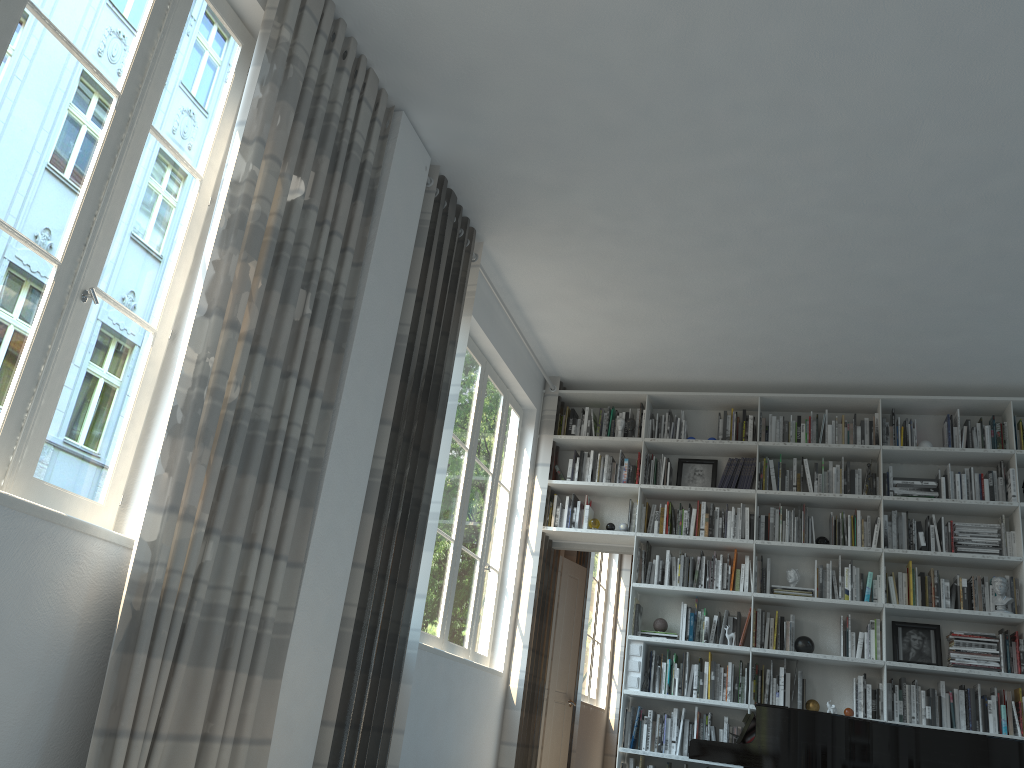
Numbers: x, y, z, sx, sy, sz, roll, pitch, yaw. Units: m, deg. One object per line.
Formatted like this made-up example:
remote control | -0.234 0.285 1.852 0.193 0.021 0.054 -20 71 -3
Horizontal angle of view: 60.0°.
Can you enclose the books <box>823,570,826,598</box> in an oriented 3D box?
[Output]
books | 2.185 1.427 6.206 0.024 0.226 0.138 1 -22 18

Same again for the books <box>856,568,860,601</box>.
books | 2.390 1.415 6.143 0.022 0.255 0.153 1 -22 18

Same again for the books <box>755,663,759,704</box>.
books | 1.675 2.064 6.070 0.013 0.282 0.147 1 -22 18

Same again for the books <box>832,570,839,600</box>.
books | 2.249 1.425 6.175 0.048 0.224 0.150 1 -22 18

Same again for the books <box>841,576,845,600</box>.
books | 2.293 1.444 6.160 0.025 0.188 0.140 1 -22 18

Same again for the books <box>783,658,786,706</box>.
books | 1.858 2.048 6.040 0.013 0.337 0.138 1 -22 18

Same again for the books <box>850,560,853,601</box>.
books | 2.350 1.386 6.144 0.011 0.299 0.179 1 -22 18

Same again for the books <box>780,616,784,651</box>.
books | 1.877 1.752 6.163 0.028 0.246 0.143 1 -22 18

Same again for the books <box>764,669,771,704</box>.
books | 1.738 2.080 6.040 0.042 0.247 0.163 1 -22 18

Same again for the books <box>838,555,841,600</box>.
books | 2.281 1.374 6.177 0.010 0.328 0.174 1 -22 18

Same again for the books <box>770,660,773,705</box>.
books | 1.769 2.049 6.042 0.014 0.312 0.167 1 -22 18

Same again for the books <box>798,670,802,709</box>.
books | 1.940 2.075 5.974 0.027 0.260 0.164 1 -22 18

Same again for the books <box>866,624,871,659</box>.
books | 2.400 1.751 5.969 0.012 0.243 0.171 1 -22 18

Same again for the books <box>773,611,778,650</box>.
books | 1.829 1.725 6.147 0.026 0.273 0.191 1 -22 18

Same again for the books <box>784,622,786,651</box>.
books | 1.887 1.763 6.132 0.011 0.207 0.181 1 -22 18

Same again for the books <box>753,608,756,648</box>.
books | 1.701 1.730 6.218 0.012 0.284 0.160 1 -22 18

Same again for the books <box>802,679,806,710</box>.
books | 1.964 2.103 5.971 0.023 0.211 0.160 1 -22 18

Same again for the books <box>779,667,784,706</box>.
books | 1.828 2.070 6.012 0.027 0.268 0.186 1 -22 18

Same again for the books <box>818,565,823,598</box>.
books | 2.153 1.406 6.192 0.030 0.246 0.175 1 -22 18

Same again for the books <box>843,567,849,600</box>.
books | 2.316 1.411 6.145 0.028 0.246 0.171 1 -22 18

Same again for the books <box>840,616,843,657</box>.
books | 2.243 1.734 6.038 0.012 0.284 0.160 1 -22 18

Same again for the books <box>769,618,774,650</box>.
books | 1.807 1.754 6.165 0.025 0.227 0.153 1 -22 18

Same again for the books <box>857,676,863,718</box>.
books | 2.301 2.078 5.865 0.027 0.268 0.159 1 -22 18

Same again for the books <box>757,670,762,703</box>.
books | 1.692 2.083 6.052 0.030 0.238 0.157 1 -22 18

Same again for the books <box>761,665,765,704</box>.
books | 1.712 2.065 6.045 0.012 0.271 0.182 1 -22 18

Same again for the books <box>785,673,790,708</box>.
books | 1.870 2.090 6.010 0.029 0.240 0.136 1 -22 18

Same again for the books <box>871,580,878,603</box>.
books | 2.489 1.449 6.091 0.027 0.180 0.142 1 -22 18

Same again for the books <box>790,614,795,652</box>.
books | 1.939 1.742 6.138 0.028 0.265 0.145 1 -22 18

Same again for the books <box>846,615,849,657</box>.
books | 2.280 1.734 6.034 0.011 0.290 0.156 1 -22 18

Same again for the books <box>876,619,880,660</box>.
books | 2.455 1.734 5.959 0.021 0.280 0.162 1 -22 18

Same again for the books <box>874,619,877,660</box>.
books | 2.439 1.734 5.961 0.011 0.278 0.188 1 -22 18

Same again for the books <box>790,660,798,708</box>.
books | 1.908 2.044 5.999 0.050 0.327 0.167 1 -22 18

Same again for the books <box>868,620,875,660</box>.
books | 2.422 1.742 5.973 0.027 0.268 0.179 1 -22 18

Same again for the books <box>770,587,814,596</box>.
books | 1.972 1.462 6.244 0.285 0.012 0.160 0 -23 19

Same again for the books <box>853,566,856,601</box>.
books | 2.363 1.405 6.132 0.023 0.258 0.171 1 -22 18

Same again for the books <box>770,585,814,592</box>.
books | 1.972 1.449 6.244 0.285 0.012 0.160 2 -22 14

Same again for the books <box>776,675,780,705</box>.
books | 1.802 2.095 6.012 0.021 0.214 0.172 1 -22 18

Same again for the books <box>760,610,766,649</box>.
books | 1.752 1.733 6.196 0.026 0.274 0.155 1 -22 18

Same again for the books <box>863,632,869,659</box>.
books | 2.382 1.781 5.974 0.024 0.187 0.173 1 -22 18

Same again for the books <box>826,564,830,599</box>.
books | 2.205 1.403 6.193 0.022 0.266 0.152 1 -22 18

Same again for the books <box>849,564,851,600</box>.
books | 2.334 1.399 6.134 0.012 0.264 0.193 1 -22 18

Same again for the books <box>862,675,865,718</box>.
books | 2.323 2.080 5.873 0.010 0.276 0.156 1 -22 18

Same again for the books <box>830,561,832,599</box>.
books | 2.220 1.390 6.181 0.012 0.285 0.168 1 -22 18

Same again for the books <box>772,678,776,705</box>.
books | 1.781 2.106 6.019 0.024 0.195 0.157 1 -22 18

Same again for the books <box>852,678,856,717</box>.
books | 2.270 2.088 5.882 0.012 0.253 0.161 1 -22 18

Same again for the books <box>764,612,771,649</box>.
books | 1.779 1.736 6.178 0.036 0.262 0.167 1 -22 18

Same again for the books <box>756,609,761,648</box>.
books | 1.728 1.727 6.201 0.025 0.283 0.146 1 -22 18

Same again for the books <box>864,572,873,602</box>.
books | 2.446 1.420 6.097 0.060 0.226 0.180 1 -22 18

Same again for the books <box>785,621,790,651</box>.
books | 1.905 1.758 6.124 0.028 0.215 0.176 1 -22 18

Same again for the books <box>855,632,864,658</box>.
books | 2.343 1.778 5.982 0.057 0.188 0.156 1 -22 18

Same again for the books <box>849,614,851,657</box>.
books | 2.291 1.730 6.029 0.012 0.297 0.166 1 -22 18

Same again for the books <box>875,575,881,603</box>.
books | 2.518 1.434 6.092 0.026 0.216 0.127 1 -22 18

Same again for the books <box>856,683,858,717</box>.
books | 2.283 2.105 5.879 0.015 0.224 0.148 1 -22 18

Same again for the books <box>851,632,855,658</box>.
books | 2.305 1.786 6.008 0.030 0.182 0.155 1 -22 18

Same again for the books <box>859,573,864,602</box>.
books | 2.411 1.433 6.129 0.026 0.218 0.150 1 -22 18

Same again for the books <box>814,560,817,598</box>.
books | 2.127 1.390 6.213 0.012 0.284 0.160 1 -22 18

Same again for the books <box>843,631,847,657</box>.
books | 2.253 1.778 6.010 0.025 0.185 0.154 1 -22 18

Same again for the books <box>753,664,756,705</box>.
books | 1.665 2.071 6.081 0.013 0.274 0.147 1 -22 18

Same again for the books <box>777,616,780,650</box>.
books | 1.852 1.748 6.154 0.014 0.243 0.153 1 -22 18
